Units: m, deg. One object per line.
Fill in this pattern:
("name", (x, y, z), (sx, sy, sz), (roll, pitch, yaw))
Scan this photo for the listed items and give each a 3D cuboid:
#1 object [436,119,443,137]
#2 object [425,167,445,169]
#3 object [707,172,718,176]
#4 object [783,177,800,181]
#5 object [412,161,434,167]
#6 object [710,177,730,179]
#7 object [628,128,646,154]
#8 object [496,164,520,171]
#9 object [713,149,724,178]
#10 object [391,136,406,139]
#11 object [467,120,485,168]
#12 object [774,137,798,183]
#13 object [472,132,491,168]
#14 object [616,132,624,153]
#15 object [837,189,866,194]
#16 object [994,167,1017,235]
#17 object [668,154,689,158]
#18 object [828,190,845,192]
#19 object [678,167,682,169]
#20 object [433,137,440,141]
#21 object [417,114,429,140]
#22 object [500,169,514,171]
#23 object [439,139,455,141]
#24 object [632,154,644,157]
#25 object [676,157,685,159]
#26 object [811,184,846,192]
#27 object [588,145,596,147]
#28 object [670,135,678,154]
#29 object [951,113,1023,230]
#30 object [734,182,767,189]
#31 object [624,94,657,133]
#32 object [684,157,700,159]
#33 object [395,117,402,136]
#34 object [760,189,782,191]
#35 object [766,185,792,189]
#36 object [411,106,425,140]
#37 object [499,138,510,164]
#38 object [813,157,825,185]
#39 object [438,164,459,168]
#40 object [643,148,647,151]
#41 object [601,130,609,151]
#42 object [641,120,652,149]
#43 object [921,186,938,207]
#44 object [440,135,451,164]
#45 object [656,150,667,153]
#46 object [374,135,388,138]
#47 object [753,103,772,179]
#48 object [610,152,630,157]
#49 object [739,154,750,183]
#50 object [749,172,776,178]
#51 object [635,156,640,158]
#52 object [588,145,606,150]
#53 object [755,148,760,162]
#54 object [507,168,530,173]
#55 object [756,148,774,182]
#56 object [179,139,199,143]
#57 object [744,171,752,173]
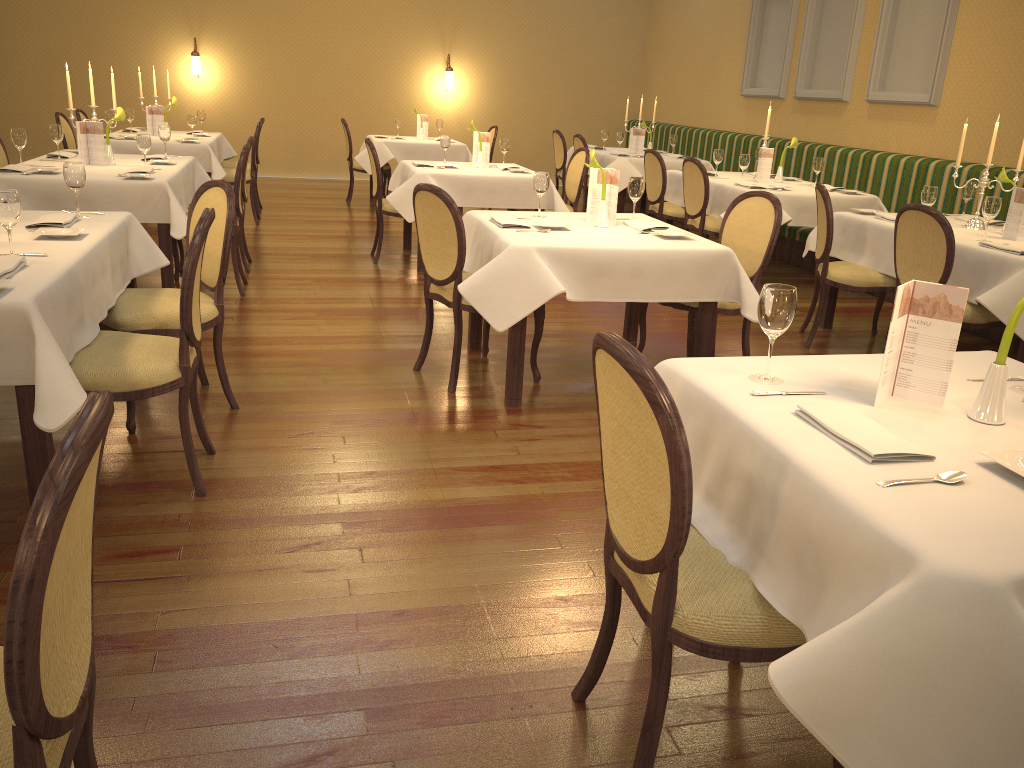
("object", (-0.864, -3.032, 10.557), (0.088, 0.229, 0.088), (15, 22, 32))
("object", (-0.612, -1.691, 6.928), (0.181, 0.015, 0.038), (-1, 19, -12))
("object", (1.680, -1.847, 7.767), (0.142, 0.033, 0.273), (-1, 19, -14))
("object", (2.408, -1.774, 7.684), (0.160, 0.024, 0.160), (-1, 19, -14))
("object", (-0.714, -1.762, 7.114), (0.142, 0.024, 0.273), (-1, 19, -14))
("object", (1.762, -1.745, 7.504), (0.185, 0.010, 0.017), (-1, 19, -14))
("object", (1.411, -2.742, 10.013), (0.166, 0.277, 0.081), (6, 19, 7))
("object", (-0.036, -1.768, 7.237), (0.142, 0.033, 0.273), (-1, 19, -14))
("object", (1.752, -1.882, 7.567), (0.088, 0.229, 0.088), (15, 22, 32))
("object", (-1.304, -2.836, 10.222), (0.160, 0.024, 0.160), (-1, 19, -14))
("object", (-0.285, -1.931, 7.132), (0.163, 0.375, 0.076), (-10, 23, -35))
("object", (2.272, -1.859, 7.358), (0.076, 0.375, 0.163), (-8, 22, -31))
("object", (-0.229, -1.919, 7.269), (0.166, 0.277, 0.081), (14, 21, 30))
("object", (1.196, -2.674, 9.840), (0.088, 0.229, 0.088), (15, 22, 32))
("object", (2.608, -1.474, 6.819), (0.160, 0.024, 0.160), (-1, 19, -14))
("object", (2.749, -1.019, 4.926), (0.163, 0.375, 0.076), (6, 19, 7))
("object", (1.834, -2.504, 9.762), (0.142, 0.033, 0.273), (-1, 19, -14))
("object", (2.539, -1.502, 6.904), (0.181, 0.015, 0.038), (-1, 19, -12))
("object", (1.611, -1.947, 8.063), (0.160, 0.024, 0.160), (-1, 19, -14))
("object", (-0.833, -2.870, 10.397), (0.142, 0.033, 0.273), (-1, 19, -14))
("object", (-1.027, -3.022, 10.430), (0.166, 0.277, 0.081), (14, 21, 30))
("object", (-0.012, -1.708, 7.082), (0.181, 0.015, 0.038), (-1, 19, -12))
("object", (-0.741, -2.782, 10.158), (0.160, 0.024, 0.160), (-1, 19, -14))
("object", (1.375, -2.452, 9.535), (0.160, 0.024, 0.160), (-1, 19, -14))
("object", (1.857, -2.444, 9.607), (0.181, 0.015, 0.038), (-1, 19, -12))
("object", (2.516, -1.562, 7.058), (0.142, 0.033, 0.273), (-1, 19, -14))
("object", (0.929, -2.890, 10.767), (0.160, 0.024, 0.160), (-1, 19, -14))
("object", (1.803, -2.666, 9.921), (0.088, 0.229, 0.088), (15, 22, 32))
("object", (2.722, -1.217, 5.085), (0.390, 0.655, 0.131), (3, 18, 0))
("object", (1.850, -1.538, 6.885), (0.142, 0.024, 0.273), (-1, 19, -14))
("object", (1.476, -3.016, 10.254), (0.390, 0.655, 0.131), (14, 21, 30))
("object", (1.925, -2.416, 9.522), (0.160, 0.024, 0.160), (-1, 19, -14))
("object", (-1.355, -3.058, 10.553), (0.088, 0.229, 0.088), (15, 22, 32))
("object", (1.952, -1.467, 6.698), (0.181, 0.015, 0.038), (-1, 19, -12))
("object", (2.058, -1.510, 6.832), (0.160, 0.024, 0.160), (-1, 19, -14))
("object", (-1.082, -3.033, 10.293), (0.163, 0.375, 0.076), (-10, 23, -35))
("object", (-0.067, -1.929, 7.396), (0.088, 0.229, 0.088), (15, 22, 32))
("object", (2.485, -1.723, 7.218), (0.088, 0.229, 0.088), (15, 22, 32))
("object", (-0.507, -1.734, 7.062), (0.160, 0.024, 0.160), (-1, 19, -14))
("object", (1.573, -2.814, 10.644), (0.142, 0.033, 0.273), (-1, 19, -14))
("object", (1.069, -2.825, 10.270), (0.088, 0.229, 0.088), (15, 22, 32))
("object", (1.545, -2.824, 10.133), (0.163, 0.375, 0.076), (6, 19, 7))
("object", (2.378, -1.016, 5.083), (0.088, 0.229, 0.088), (15, 22, 32))
("object", (-0.557, -1.956, 7.392), (0.088, 0.229, 0.088), (15, 22, 32))
("object", (1.726, -2.717, 10.388), (0.160, 0.024, 0.160), (-1, 19, -14))
("object", (-1.512, -2.864, 10.275), (0.142, 0.024, 0.273), (-1, 19, -14))
("object", (2.158, -2.074, 7.551), (0.131, 0.655, 0.390), (5, 19, 5))
("object", (1.168, -2.481, 9.588), (0.142, 0.024, 0.273), (-1, 19, -14))
("object", (1.856, -1.724, 7.114), (0.088, 0.229, 0.088), (15, 22, 32))
("object", (2.255, -1.872, 7.940), (0.142, 0.033, 0.273), (-1, 19, -14))
("object", (1.270, -2.409, 9.401), (0.181, 0.015, 0.038), (-1, 19, -12))
("object", (0.998, -2.789, 10.470), (0.142, 0.033, 0.273), (-1, 19, -14))
("object", (2.262, -2.037, 8.120), (0.088, 0.229, 0.088), (15, 22, 32))
("object", (0.056, -1.680, 6.998), (0.160, 0.024, 0.160), (-1, 19, -14))
("object", (2.071, -1.813, 7.345), (0.166, 0.277, 0.081), (-13, 25, -40))
("object", (-2.915, -2.192, 8.020), (0.160, 0.024, 0.160), (-1, 19, -14))
("object", (2.241, -1.964, 8.236), (0.181, 0.015, 0.038), (-1, 19, -12))
